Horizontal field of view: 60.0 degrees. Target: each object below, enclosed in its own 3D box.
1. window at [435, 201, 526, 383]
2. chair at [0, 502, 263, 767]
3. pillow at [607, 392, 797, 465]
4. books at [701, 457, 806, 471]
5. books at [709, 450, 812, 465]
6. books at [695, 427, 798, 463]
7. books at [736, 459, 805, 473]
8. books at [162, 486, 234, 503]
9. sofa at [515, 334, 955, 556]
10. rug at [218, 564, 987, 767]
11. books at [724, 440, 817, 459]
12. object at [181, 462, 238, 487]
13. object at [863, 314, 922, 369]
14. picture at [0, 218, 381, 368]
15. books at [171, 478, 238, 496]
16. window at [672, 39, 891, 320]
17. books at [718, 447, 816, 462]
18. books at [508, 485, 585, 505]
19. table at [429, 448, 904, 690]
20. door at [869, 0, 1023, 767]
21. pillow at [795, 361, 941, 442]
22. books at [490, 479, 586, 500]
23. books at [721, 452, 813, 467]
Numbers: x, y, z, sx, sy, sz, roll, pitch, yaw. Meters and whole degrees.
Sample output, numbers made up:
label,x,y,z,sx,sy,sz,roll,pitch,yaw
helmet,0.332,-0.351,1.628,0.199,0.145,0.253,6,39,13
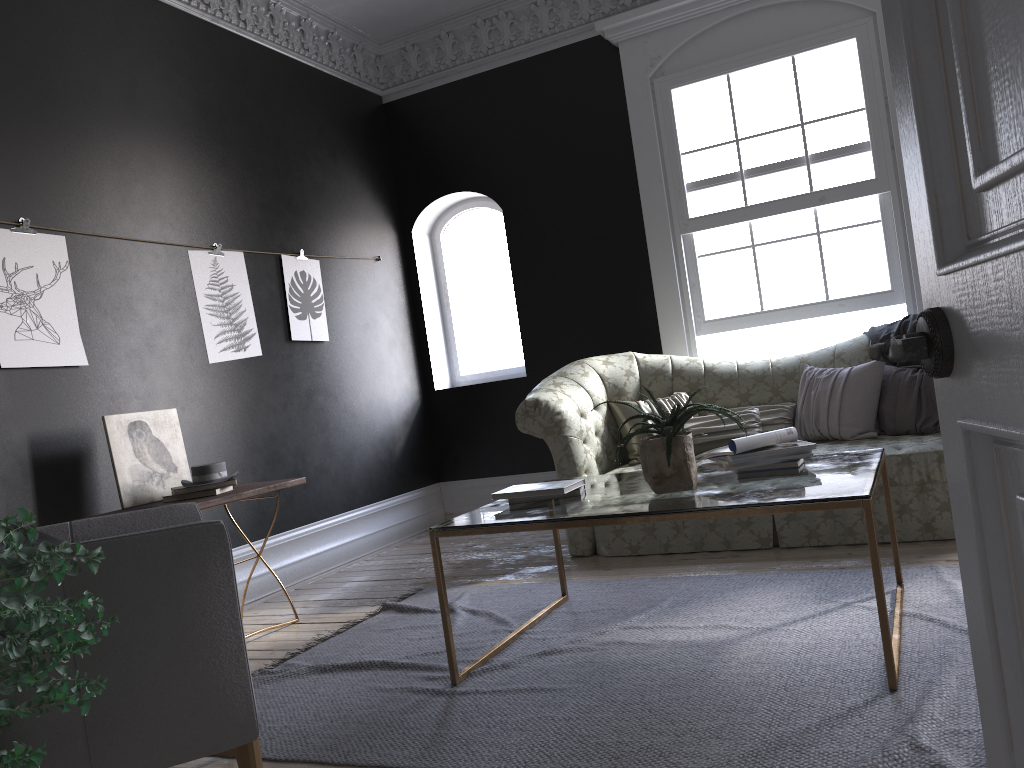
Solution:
label,x,y,z,sx,sy,sz,roll,pitch,yaw
window,-0.222,-0.783,7.387,0.741,1.457,0.112,-8,1,25
chair,-1.126,0.759,2.331,0.769,0.863,0.819,-8,0,-24
pillow,1.129,0.228,5.364,1.106,0.416,0.528,-8,0,25
books,0.922,0.297,3.406,0.318,0.011,0.252,-8,0,-8
books,0.946,0.272,3.401,0.318,0.011,0.252,-8,0,-3
books,0.886,0.246,3.408,0.321,0.109,0.273,-8,0,-30
books,0.986,0.305,3.383,0.232,0.023,0.162,-8,0,26
books,-1.501,0.523,4.246,0.268,0.029,0.203,-8,0,5
sofa,1.603,0.247,5.225,2.816,1.161,1.604,-8,0,26
rug,0.642,0.919,3.141,3.649,0.050,2.103,-8,0,26
books,0.963,0.248,3.382,0.318,0.011,0.252,-8,0,2
object,-1.450,0.427,4.250,0.258,0.087,0.328,-8,0,-9
object,2.468,-0.171,4.906,0.516,0.585,1.368,-8,0,-16
picture,-1.900,-0.487,4.872,0.058,0.771,4.452,-8,0,25
books,-1.476,0.490,4.249,0.289,0.030,0.193,-8,0,-24
window,1.788,-1.329,5.970,1.264,1.672,0.056,-8,1,25
books,0.958,0.259,3.387,0.318,0.011,0.252,-8,0,-3
books,0.136,0.429,3.476,0.289,0.030,0.193,-8,0,9
table,0.624,0.653,3.293,1.450,0.558,1.091,-8,0,25
door,0.374,-0.239,0.512,0.216,2.375,1.097,-8,1,12
pillow,2.033,0.073,4.961,0.965,0.461,0.404,-8,0,32
books,0.102,0.406,3.418,0.307,0.024,0.220,-8,0,25
books,0.963,0.280,3.396,0.318,0.011,0.252,-8,0,7
